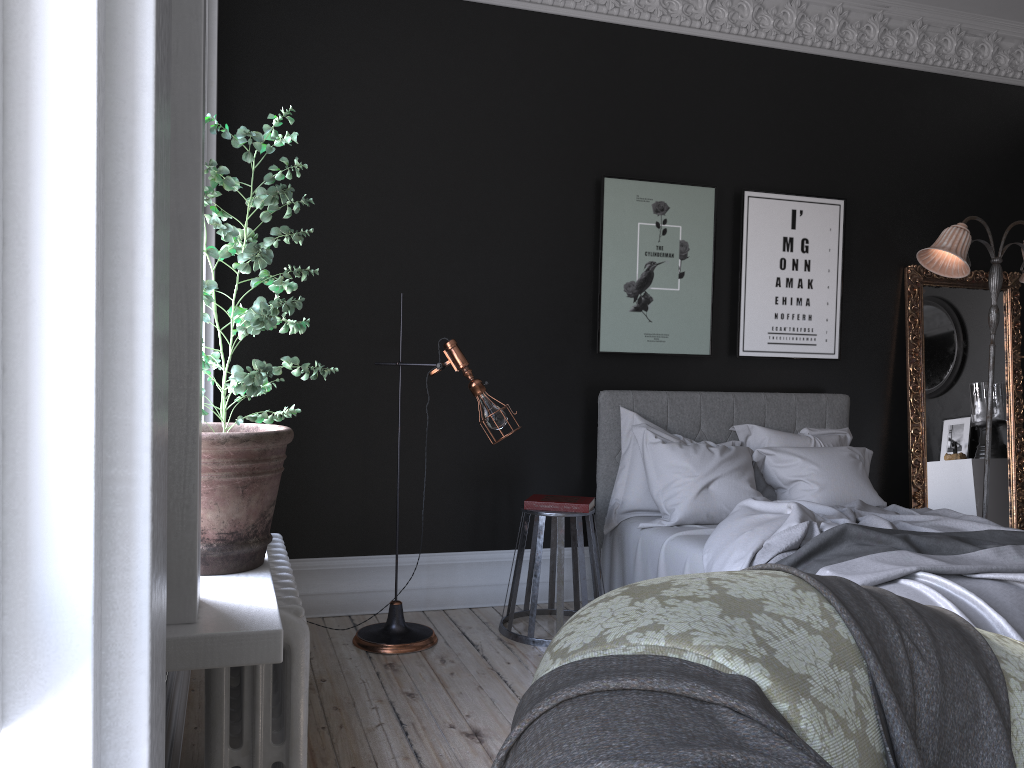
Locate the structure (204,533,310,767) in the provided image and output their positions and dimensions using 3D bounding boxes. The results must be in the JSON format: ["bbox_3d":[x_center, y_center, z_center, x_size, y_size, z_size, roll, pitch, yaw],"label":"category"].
[{"bbox_3d":[-0.780,0.954,2.657,0.276,0.849,1.140,1,2,-18],"label":"structure"}]

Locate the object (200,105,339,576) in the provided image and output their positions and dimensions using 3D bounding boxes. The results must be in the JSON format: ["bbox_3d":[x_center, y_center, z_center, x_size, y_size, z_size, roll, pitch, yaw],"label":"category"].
[{"bbox_3d":[-0.683,-0.115,2.180,0.505,1.134,0.474,2,2,22],"label":"object"}]

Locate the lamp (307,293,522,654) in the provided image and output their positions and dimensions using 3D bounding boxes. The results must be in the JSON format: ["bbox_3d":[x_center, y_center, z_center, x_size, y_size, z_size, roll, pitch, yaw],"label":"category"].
[{"bbox_3d":[-0.801,0.423,4.613,1.717,1.780,0.437,2,2,20],"label":"lamp"}]

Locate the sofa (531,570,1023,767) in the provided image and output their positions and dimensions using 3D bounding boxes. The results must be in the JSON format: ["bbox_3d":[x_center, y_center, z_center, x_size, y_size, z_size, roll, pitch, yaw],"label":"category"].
[{"bbox_3d":[0.712,0.879,0.159,1.606,1.161,2.811,1,1,-17],"label":"sofa"}]

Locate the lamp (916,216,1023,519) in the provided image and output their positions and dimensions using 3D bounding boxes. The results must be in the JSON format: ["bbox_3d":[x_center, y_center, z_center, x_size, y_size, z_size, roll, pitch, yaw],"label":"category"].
[{"bbox_3d":[2.991,0.177,5.552,0.986,2.413,0.772,2,2,15],"label":"lamp"}]

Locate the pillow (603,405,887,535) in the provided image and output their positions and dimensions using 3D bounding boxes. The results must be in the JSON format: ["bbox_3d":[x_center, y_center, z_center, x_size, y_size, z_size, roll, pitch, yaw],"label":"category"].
[{"bbox_3d":[1.449,0.522,5.254,1.830,0.760,0.679,1,2,-18],"label":"pillow"}]

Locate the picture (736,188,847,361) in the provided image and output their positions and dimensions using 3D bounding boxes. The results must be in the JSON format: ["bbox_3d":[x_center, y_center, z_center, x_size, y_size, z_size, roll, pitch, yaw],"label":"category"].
[{"bbox_3d":[1.828,-0.699,5.785,0.792,1.079,0.014,1,2,-18],"label":"picture"}]

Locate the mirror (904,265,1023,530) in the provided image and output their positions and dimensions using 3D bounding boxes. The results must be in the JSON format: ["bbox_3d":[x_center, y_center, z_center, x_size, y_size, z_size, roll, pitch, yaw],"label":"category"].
[{"bbox_3d":[3.181,0.285,6.177,0.991,2.193,0.254,1,2,-18],"label":"mirror"}]

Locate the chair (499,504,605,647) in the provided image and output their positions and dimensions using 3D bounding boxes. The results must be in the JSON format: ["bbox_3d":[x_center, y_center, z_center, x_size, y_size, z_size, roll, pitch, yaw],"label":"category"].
[{"bbox_3d":[0.242,1.004,4.810,0.613,0.673,0.613,2,2,26],"label":"chair"}]

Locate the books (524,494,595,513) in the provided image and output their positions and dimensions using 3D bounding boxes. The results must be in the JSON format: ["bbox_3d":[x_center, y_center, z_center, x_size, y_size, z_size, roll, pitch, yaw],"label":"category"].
[{"bbox_3d":[0.262,0.646,4.800,0.346,0.045,0.275,2,1,12],"label":"books"}]

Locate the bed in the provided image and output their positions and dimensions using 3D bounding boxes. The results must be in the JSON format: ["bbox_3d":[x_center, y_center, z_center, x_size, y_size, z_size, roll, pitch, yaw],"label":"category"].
[{"bbox_3d":[1.727,0.734,4.185,2.765,1.299,3.281,1,1,-29],"label":"bed"}]

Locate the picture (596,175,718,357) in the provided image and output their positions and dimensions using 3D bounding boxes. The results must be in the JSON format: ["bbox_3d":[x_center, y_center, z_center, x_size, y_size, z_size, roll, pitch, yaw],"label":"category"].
[{"bbox_3d":[0.905,-0.716,5.488,0.792,1.079,0.014,1,2,-18],"label":"picture"}]

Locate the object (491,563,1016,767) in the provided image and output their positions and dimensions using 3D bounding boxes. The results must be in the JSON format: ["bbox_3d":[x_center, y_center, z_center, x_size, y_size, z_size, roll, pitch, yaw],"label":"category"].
[{"bbox_3d":[0.329,0.566,1.032,0.517,0.585,1.367,2,2,31],"label":"object"}]
